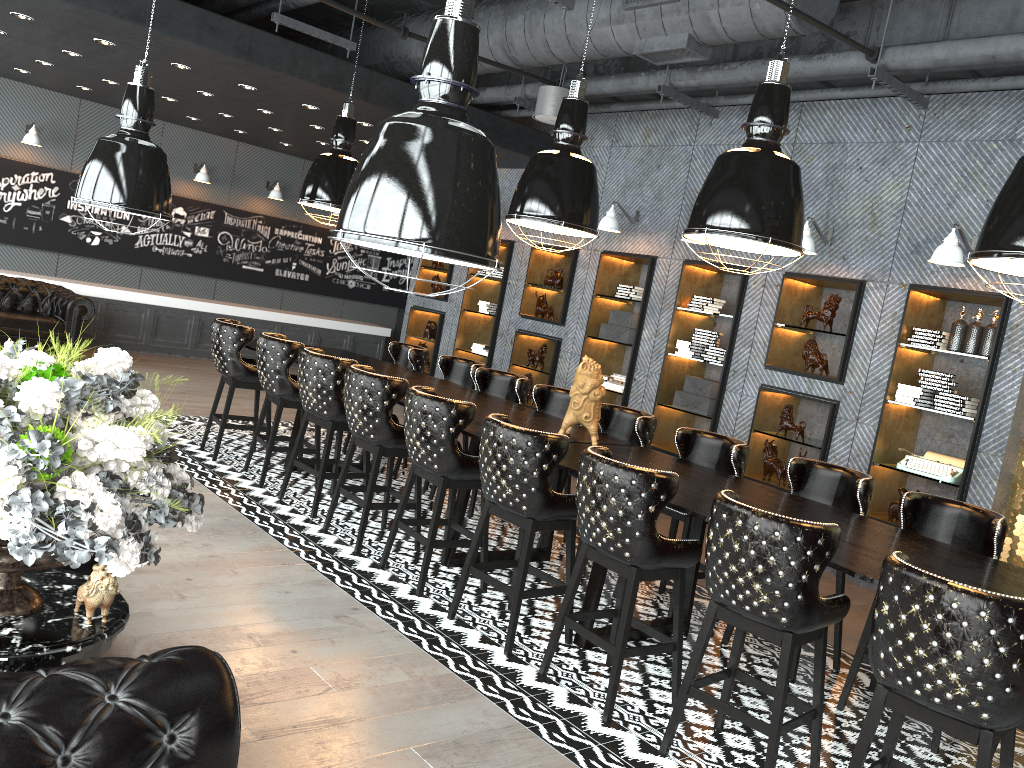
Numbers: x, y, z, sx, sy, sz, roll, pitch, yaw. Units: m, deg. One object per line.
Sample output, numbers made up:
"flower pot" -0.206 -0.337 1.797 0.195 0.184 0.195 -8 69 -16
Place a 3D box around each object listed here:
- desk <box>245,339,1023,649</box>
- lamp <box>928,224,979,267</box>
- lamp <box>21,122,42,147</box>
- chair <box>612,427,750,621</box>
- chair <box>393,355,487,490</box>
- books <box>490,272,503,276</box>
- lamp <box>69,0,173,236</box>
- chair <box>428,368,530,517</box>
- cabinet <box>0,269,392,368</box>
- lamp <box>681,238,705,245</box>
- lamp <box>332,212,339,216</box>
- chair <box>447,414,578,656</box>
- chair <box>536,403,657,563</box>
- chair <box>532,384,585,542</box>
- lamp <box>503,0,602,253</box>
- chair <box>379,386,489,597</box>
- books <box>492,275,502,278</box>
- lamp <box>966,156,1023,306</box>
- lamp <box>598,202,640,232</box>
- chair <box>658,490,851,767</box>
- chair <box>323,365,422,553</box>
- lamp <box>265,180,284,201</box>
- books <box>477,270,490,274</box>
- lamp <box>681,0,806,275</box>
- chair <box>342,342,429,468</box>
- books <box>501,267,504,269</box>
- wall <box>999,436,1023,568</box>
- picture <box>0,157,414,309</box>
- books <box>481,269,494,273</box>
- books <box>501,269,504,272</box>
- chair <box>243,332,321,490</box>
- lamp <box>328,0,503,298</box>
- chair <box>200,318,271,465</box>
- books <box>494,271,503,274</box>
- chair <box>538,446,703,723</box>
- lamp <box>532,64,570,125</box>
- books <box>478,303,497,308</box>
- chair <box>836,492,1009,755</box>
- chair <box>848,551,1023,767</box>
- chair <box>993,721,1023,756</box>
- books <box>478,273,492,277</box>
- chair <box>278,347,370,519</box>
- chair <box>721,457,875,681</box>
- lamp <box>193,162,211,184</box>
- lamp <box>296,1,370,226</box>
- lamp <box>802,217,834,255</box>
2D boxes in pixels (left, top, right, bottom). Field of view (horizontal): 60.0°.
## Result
"desk" 0.277 0.798 5.313 1.432 0.926 7.605 6 7 -41
"lamp" 3.190 -0.973 6.276 0.489 0.287 0.244 8 6 -25
"lamp" -6.237 -3.261 11.565 0.243 0.287 0.490 8 6 -25
"chair" 1.068 0.842 5.418 0.568 1.091 0.505 7 6 -39
"chair" -0.585 0.317 7.668 0.568 1.091 0.505 6 7 -44
"books" -0.112 -1.308 10.698 0.246 0.028 0.193 15 7 36
"lamp" -1.406 -1.675 3.534 0.391 2.159 0.391 11 5 4
"chair" -0.223 0.440 7.090 0.505 1.091 0.568 15 6 39
"cabinet" -3.793 -0.413 10.497 8.415 0.826 6.320 6 7 -41
"lamp" 1.768 -1.394 7.973 0.489 0.287 0.244 8 6 -25
"lamp" -2.834 -2.892 14.512 0.243 0.287 0.490 8 6 -25
"chair" 0.039 0.735 4.505 0.568 1.091 0.505 6 7 -43
"chair" 0.603 0.699 6.005 0.568 1.091 0.505 8 6 -33
"chair" 0.222 0.575 6.559 0.505 1.091 0.568 15 7 44
"lamp" 0.436 -1.977 5.538 0.621 2.301 0.622 11 5 4
"chair" -0.413 0.595 5.085 0.568 1.091 0.505 7 6 -36
"books" -0.094 -1.277 10.701 0.246 0.028 0.193 13 6 28
"lamp" 2.280 -1.421 3.337 0.621 2.301 0.622 11 5 4
"lamp" 1.087 -1.644 8.792 0.489 0.287 0.244 8 6 -25
"chair" 0.969 1.006 3.503 0.505 1.091 0.568 15 7 43
"chair" -0.854 0.461 5.628 0.568 1.091 0.505 7 6 -38
"lamp" -3.671 -3.017 13.779 0.243 0.287 0.490 8 6 -25
"books" -0.293 -1.364 10.923 0.193 0.028 0.246 8 6 -29
"lamp" 1.358 -1.699 4.437 0.621 2.301 0.622 11 5 4
"chair" -1.133 0.167 8.161 0.568 1.091 0.505 8 6 -32
"books" -0.073 -1.387 10.691 0.246 0.028 0.193 13 6 21
"wall" 4.487 -0.163 5.484 0.024 4.379 2.448 7 6 -41
"picture" -3.952 -2.125 14.140 12.458 1.102 0.200 6 7 -41
"books" -0.237 -1.384 10.938 0.193 0.028 0.246 7 6 -34
"books" -0.079 -1.360 10.694 0.246 0.028 0.193 14 6 29
"chair" -1.720 0.194 6.724 0.568 1.091 0.505 8 6 -32
"lamp" -0.031 -1.261 1.893 0.391 2.159 0.391 11 5 4
"chair" -2.229 0.050 7.226 0.568 1.091 0.505 8 6 -32
"books" -0.067 -1.332 10.733 0.246 0.028 0.193 14 6 31
"chair" 0.493 0.868 4.005 0.568 1.091 0.505 7 6 -37
"lamp" 0.457 -2.828 7.781 0.380 1.044 0.382 9 5 -14
"books" -0.268 -0.952 10.810 0.245 0.028 0.194 7 7 -38
"chair" 2.046 1.124 4.383 0.505 1.091 0.568 15 7 41
"chair" 1.394 1.141 2.919 0.505 1.091 0.568 15 7 41
"chair" 2.505 1.262 3.844 0.568 1.091 0.505 8 6 -32
"books" -0.277 -1.332 10.916 0.193 0.028 0.246 7 7 -37
"chair" -1.276 0.329 6.177 0.568 1.091 0.505 6 7 -44
"chair" 1.628 0.992 4.952 0.568 1.091 0.505 7 6 -39
"lamp" -4.540 -3.108 13.027 0.243 0.287 0.490 8 6 -25
"lamp" -1.407 -2.533 7.738 0.621 2.301 0.622 11 5 4
"lamp" 2.455 -1.185 7.153 0.489 0.287 0.244 8 6 -25
